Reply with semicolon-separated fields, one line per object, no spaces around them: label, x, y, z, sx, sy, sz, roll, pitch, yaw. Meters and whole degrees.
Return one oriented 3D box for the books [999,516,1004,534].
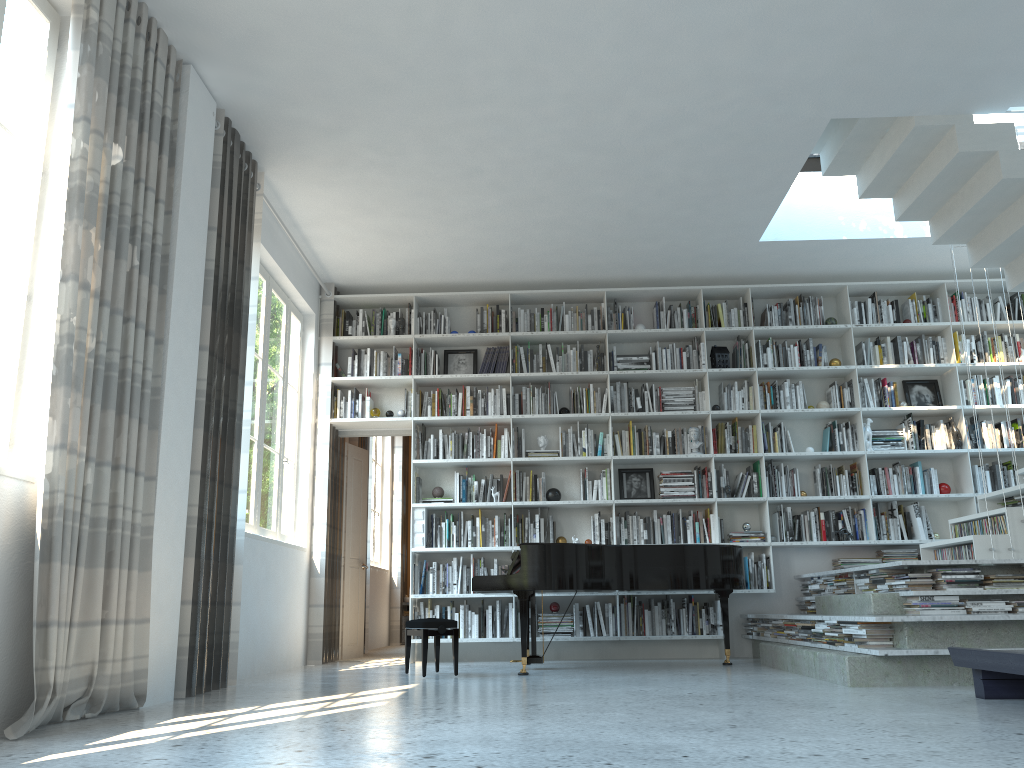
books;3.273;0.928;5.816;0.125;0.123;0.035;-1;-14;2

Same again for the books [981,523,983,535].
books;3.282;0.992;6.073;0.125;0.125;0.009;-1;-14;2

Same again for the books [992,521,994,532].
books;3.277;0.954;5.924;0.125;0.125;0.007;-1;-14;2

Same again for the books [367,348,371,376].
books;-1.257;-0.156;7.859;0.021;0.285;0.179;-1;-14;2

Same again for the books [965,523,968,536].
books;3.289;1.047;6.289;0.125;0.125;0.008;-1;-14;2

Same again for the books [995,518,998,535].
books;3.275;0.943;5.880;0.125;0.125;0.008;-1;-14;2

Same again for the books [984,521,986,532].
books;3.280;0.981;6.029;0.125;0.125;0.013;-1;-14;2

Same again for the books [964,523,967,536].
books;3.290;1.051;6.304;0.125;0.125;0.008;-1;-14;2

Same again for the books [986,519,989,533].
books;3.279;0.972;5.993;0.125;0.125;0.018;-1;-14;2

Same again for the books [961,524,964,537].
books;3.291;1.063;6.350;0.125;0.125;0.007;-1;-14;2

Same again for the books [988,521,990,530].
books;3.278;0.966;5.972;0.125;0.125;0.007;-1;-14;2

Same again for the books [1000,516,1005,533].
books;3.273;0.924;5.800;0.125;0.123;0.034;-1;-14;2

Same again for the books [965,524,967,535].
books;3.289;1.049;6.297;0.125;0.125;0.008;-1;-14;2

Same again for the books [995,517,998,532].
books;3.275;0.941;5.873;0.125;0.125;0.008;-1;-14;2

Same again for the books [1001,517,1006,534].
books;3.272;0.922;5.793;0.125;0.123;0.034;-1;-14;2

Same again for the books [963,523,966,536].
books;3.290;1.055;6.319;0.125;0.125;0.008;-1;-14;2

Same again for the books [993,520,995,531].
books;3.276;0.950;5.910;0.125;0.125;0.008;-1;-14;2

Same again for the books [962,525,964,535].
books;3.291;1.061;6.342;0.125;0.125;0.009;-1;-14;2

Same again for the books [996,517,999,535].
books;3.275;0.939;5.866;0.125;0.125;0.008;-1;-14;2

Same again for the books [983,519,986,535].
books;3.281;0.984;6.043;0.125;0.125;0.016;-1;-14;2

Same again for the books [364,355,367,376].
books;-1.289;-0.126;7.880;0.024;0.238;0.156;-1;-14;2

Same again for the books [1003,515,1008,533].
books;3.271;0.914;5.763;0.125;0.123;0.034;-1;-14;2

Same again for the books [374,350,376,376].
books;-1.203;-0.146;7.866;0.013;0.268;0.162;-1;-14;2

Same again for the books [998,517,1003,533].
books;3.274;0.930;5.824;0.125;0.123;0.034;-1;-14;2

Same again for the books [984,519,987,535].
books;3.280;0.979;6.020;0.125;0.125;0.009;-1;-14;2

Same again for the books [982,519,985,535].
books;3.281;0.987;6.054;0.125;0.125;0.009;-1;-14;2

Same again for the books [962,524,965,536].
books;3.291;1.059;6.334;0.125;0.125;0.009;-1;-14;2

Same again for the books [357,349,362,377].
books;-1.341;-0.151;7.865;0.023;0.282;0.186;-1;-14;2

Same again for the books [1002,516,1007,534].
books;3.272;0.918;5.778;0.125;0.123;0.036;-1;-14;2

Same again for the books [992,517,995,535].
books;3.277;0.952;5.917;0.125;0.125;0.008;-1;-14;2

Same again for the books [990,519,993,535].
books;3.278;0.960;5.948;0.125;0.125;0.010;-1;-14;2

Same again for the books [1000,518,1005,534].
books;3.273;0.926;5.808;0.125;0.122;0.037;-1;-14;2

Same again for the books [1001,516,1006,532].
books;3.272;0.920;5.785;0.125;0.123;0.035;-1;-14;2

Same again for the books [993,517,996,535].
books;3.276;0.948;5.903;0.125;0.125;0.009;-1;-14;2

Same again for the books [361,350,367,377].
books;-1.315;-0.149;7.887;0.028;0.287;0.133;-1;-14;2

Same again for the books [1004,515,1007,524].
books;3.271;0.910;5.747;0.125;0.123;0.034;-1;-14;2

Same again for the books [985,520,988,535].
books;3.280;0.977;6.013;0.125;0.125;0.007;-1;-14;2

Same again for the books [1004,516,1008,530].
books;3.271;0.912;5.755;0.125;0.123;0.036;-1;-14;2

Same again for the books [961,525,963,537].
books;3.291;1.065;6.358;0.125;0.125;0.010;-1;-14;2

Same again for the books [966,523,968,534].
books;3.289;1.045;6.282;0.125;0.125;0.007;-1;-14;2

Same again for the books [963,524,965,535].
books;3.290;1.057;6.326;0.125;0.125;0.007;-1;-14;2

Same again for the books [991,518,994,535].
books;3.277;0.956;5.931;0.125;0.125;0.007;-1;-14;2

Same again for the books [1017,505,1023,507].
books;3.670;0.853;6.205;0.184;0.013;0.226;-1;-14;-1

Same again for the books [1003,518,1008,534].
books;3.272;0.916;5.770;0.125;0.123;0.035;-1;-14;2

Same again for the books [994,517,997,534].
books;3.276;0.945;5.889;0.125;0.125;0.010;-1;-14;2

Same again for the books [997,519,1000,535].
books;3.275;0.937;5.859;0.125;0.125;0.007;-1;-14;2

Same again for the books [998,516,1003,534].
books;3.274;0.933;5.841;0.125;0.125;0.011;-1;-14;2

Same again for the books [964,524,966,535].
books;3.290;1.053;6.312;0.125;0.125;0.008;-1;-14;2

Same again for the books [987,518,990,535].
books;3.279;0.968;5.980;0.125;0.125;0.009;-1;-14;2

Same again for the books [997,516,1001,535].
books;3.274;0.935;5.851;0.125;0.125;0.008;-1;-14;2

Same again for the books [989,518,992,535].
books;3.278;0.962;5.957;0.125;0.125;0.008;-1;-14;2

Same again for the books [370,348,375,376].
books;-1.228;-0.154;7.878;0.037;0.291;0.156;-1;-14;2

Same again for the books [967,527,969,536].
books;3.289;1.043;6.274;0.125;0.125;0.007;-1;-14;2

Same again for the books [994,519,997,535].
books;3.276;0.947;5.896;0.125;0.125;0.010;-1;-14;2

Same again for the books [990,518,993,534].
books;3.277;0.958;5.939;0.125;0.125;0.009;-1;-14;2

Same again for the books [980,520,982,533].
books;3.282;0.994;6.083;0.125;0.125;0.013;-1;-14;2

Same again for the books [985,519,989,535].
books;3.279;0.974;6.003;0.125;0.125;0.012;-1;-14;2

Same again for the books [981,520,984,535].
books;3.282;0.990;6.063;0.125;0.125;0.011;-1;-14;2
